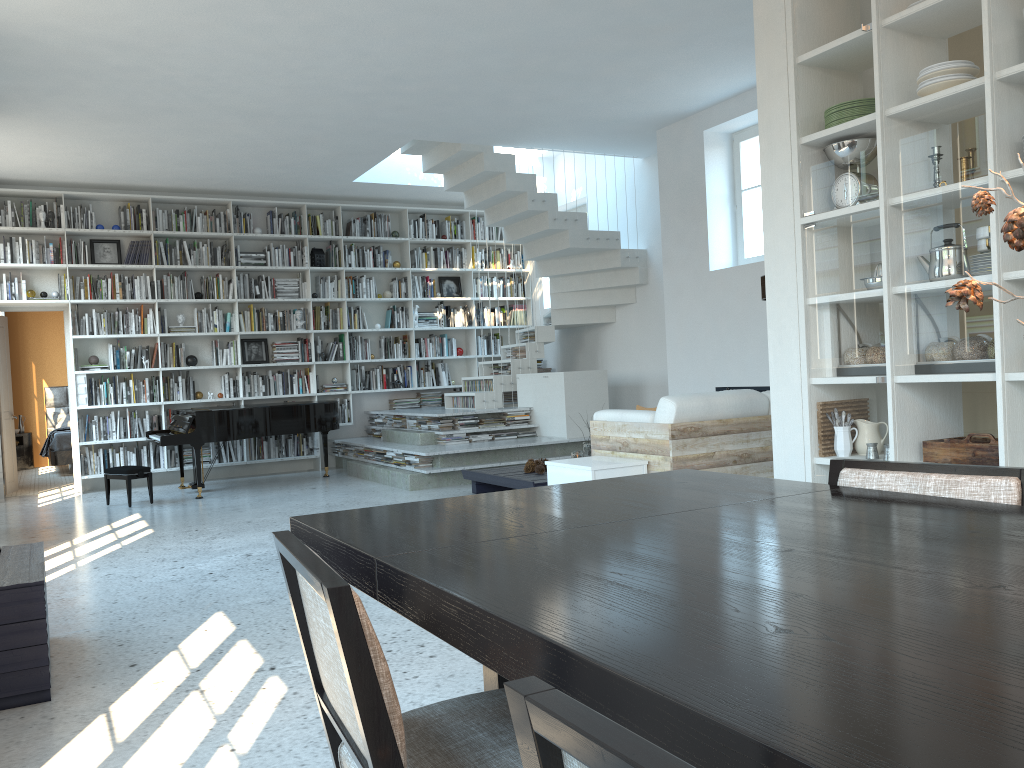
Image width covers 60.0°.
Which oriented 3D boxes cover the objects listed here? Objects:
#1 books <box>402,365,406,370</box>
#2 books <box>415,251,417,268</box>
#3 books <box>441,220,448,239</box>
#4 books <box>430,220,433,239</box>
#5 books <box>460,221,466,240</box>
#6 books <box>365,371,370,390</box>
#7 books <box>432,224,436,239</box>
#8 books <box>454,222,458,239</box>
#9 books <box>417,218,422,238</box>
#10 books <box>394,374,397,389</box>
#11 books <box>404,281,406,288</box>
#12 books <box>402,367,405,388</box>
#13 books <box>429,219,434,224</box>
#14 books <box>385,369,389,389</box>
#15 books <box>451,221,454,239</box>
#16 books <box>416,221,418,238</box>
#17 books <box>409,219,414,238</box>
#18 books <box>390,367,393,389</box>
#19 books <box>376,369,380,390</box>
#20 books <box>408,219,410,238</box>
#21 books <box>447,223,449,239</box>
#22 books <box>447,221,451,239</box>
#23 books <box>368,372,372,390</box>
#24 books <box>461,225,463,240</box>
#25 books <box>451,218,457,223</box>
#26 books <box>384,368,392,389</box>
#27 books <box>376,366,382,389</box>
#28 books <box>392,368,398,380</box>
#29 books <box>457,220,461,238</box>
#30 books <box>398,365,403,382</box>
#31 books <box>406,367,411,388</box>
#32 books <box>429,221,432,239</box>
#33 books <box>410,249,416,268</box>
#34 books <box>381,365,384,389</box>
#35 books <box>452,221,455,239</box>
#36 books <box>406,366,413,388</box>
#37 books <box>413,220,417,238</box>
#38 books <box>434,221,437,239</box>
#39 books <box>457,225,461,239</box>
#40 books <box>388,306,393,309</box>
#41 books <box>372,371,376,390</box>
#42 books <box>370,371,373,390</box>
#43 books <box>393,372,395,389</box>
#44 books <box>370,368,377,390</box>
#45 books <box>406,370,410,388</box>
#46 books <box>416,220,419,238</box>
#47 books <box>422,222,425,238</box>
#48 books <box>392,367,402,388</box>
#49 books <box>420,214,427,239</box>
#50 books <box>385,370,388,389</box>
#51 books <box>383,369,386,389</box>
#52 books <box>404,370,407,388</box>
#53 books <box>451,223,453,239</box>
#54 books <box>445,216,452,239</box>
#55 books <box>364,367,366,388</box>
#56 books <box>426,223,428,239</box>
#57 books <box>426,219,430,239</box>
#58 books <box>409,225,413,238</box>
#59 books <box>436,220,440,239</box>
[{"bbox_3d":[-1.353,-0.090,11.077,0.012,0.282,0.143,-4,1,-28],"label":"books"},{"bbox_3d":[-1.229,-1.545,11.128,0.013,0.237,0.141,-4,1,-28],"label":"books"},{"bbox_3d":[-0.861,-1.944,11.308,0.019,0.256,0.169,-4,1,-28],"label":"books"},{"bbox_3d":[-1.047,-1.932,11.225,0.021,0.254,0.151,-4,1,-28],"label":"books"},{"bbox_3d":[-0.641,-1.960,11.433,0.026,0.263,0.163,-4,1,-28],"label":"books"},{"bbox_3d":[-1.787,-0.039,10.824,0.065,0.231,0.162,-4,1,-28],"label":"books"},{"bbox_3d":[-1.020,-1.908,11.224,0.023,0.202,0.190,-4,1,-28],"label":"books"},{"bbox_3d":[-0.748,-1.940,11.368,0.018,0.235,0.186,-4,1,-28],"label":"books"},{"bbox_3d":[-1.173,-1.937,11.153,0.048,0.278,0.150,-4,1,-28],"label":"books"},{"bbox_3d":[-1.469,-0.032,10.992,0.025,0.181,0.169,-4,1,-28],"label":"books"},{"bbox_3d":[-1.359,-1.163,11.064,0.013,0.221,0.155,-4,1,-28],"label":"books"},{"bbox_3d":[-1.373,-0.080,11.051,0.021,0.265,0.150,-4,1,-28],"label":"books"},{"bbox_3d":[-1.018,-1.947,11.255,0.012,0.279,0.153,-4,1,-28],"label":"books"},{"bbox_3d":[-1.562,-0.058,10.959,0.021,0.242,0.131,-4,1,-28],"label":"books"},{"bbox_3d":[-0.788,-1.944,11.354,0.031,0.249,0.164,-4,1,-28],"label":"books"},{"bbox_3d":[-1.228,-1.910,11.124,0.024,0.231,0.168,-4,1,-28],"label":"books"},{"bbox_3d":[-1.272,-1.917,11.097,0.025,0.250,0.178,-4,1,-28],"label":"books"},{"bbox_3d":[-1.515,-0.071,10.973,0.026,0.263,0.169,-4,1,-28],"label":"books"},{"bbox_3d":[-1.665,-0.057,10.881,0.025,0.252,0.181,-4,1,-28],"label":"books"},{"bbox_3d":[-1.317,-1.922,11.092,0.014,0.264,0.140,-4,1,-28],"label":"books"},{"bbox_3d":[-0.849,-1.927,11.317,0.008,0.220,0.182,-4,1,-28],"label":"books"},{"bbox_3d":[-0.835,-1.943,11.331,0.016,0.252,0.189,-4,1,-28],"label":"books"},{"bbox_3d":[-1.753,-0.034,10.843,0.011,0.217,0.175,-4,1,-28],"label":"books"},{"bbox_3d":[-0.675,-1.932,11.440,0.031,0.211,0.131,-4,1,-28],"label":"books"},{"bbox_3d":[-0.742,-1.972,11.394,0.020,0.299,0.131,-4,1,-28],"label":"books"},{"bbox_3d":[-1.534,-0.069,10.955,0.026,0.262,0.173,-4,1,-28],"label":"books"},{"bbox_3d":[-1.636,-0.075,10.918,0.012,0.285,0.159,-4,1,-28],"label":"books"},{"bbox_3d":[-1.456,-0.067,11.002,0.012,0.249,0.164,-4,1,-28],"label":"books"},{"bbox_3d":[-0.699,-1.965,11.421,0.025,0.279,0.136,-4,1,-28],"label":"books"},{"bbox_3d":[-1.388,-0.094,11.042,0.013,0.294,0.134,-4,1,-28],"label":"books"},{"bbox_3d":[-1.302,-0.081,11.076,0.026,0.258,0.156,-4,1,-28],"label":"books"},{"bbox_3d":[-1.062,-1.922,11.207,0.022,0.236,0.172,-4,1,-28],"label":"books"},{"bbox_3d":[-1.241,-1.553,11.123,0.012,0.254,0.161,-4,1,-28],"label":"books"},{"bbox_3d":[-1.616,-0.080,10.904,0.012,0.293,0.175,-4,1,-28],"label":"books"},{"bbox_3d":[-0.774,-1.949,11.379,0.017,0.257,0.146,-4,1,-28],"label":"books"},{"bbox_3d":[-1.281,-0.089,11.088,0.025,0.272,0.171,-4,1,-28],"label":"books"},{"bbox_3d":[-1.247,-1.914,11.105,0.026,0.242,0.184,-4,1,-28],"label":"books"},{"bbox_3d":[-0.990,-1.936,11.266,0.012,0.254,0.161,-4,1,-28],"label":"books"},{"bbox_3d":[-0.712,-1.929,11.394,0.029,0.210,0.169,-4,1,-28],"label":"books"},{"bbox_3d":[-1.497,-0.820,10.999,0.016,0.290,0.135,-4,1,-28],"label":"books"},{"bbox_3d":[-1.715,-0.042,10.870,0.024,0.228,0.159,-4,1,-28],"label":"books"},{"bbox_3d":[-1.741,-0.044,10.861,0.029,0.235,0.142,-4,1,-28],"label":"books"},{"bbox_3d":[-1.493,-0.046,10.987,0.022,0.211,0.135,-4,1,-28],"label":"books"},{"bbox_3d":[-1.698,-0.063,10.876,0.014,0.268,0.171,-4,1,-28],"label":"books"},{"bbox_3d":[-1.321,-0.064,11.059,0.025,0.228,0.175,-4,1,-28],"label":"books"},{"bbox_3d":[-1.214,-1.921,11.151,0.027,0.249,0.140,-4,1,-28],"label":"books"},{"bbox_3d":[-1.139,-1.915,11.174,0.030,0.231,0.148,-4,1,-28],"label":"books"},{"bbox_3d":[-1.419,-0.078,11.015,0.070,0.266,0.186,-4,1,-28],"label":"books"},{"bbox_3d":[-1.117,-1.967,11.173,0.014,0.332,0.180,-4,1,-28],"label":"books"},{"bbox_3d":[-1.579,-0.055,10.943,0.025,0.238,0.156,-4,1,-28],"label":"books"},{"bbox_3d":[-1.597,-0.056,10.917,0.031,0.244,0.184,-4,1,-28],"label":"books"},{"bbox_3d":[-1.351,-0.059,11.049,0.013,0.220,0.168,-4,1,-28],"label":"books"},{"bbox_3d":[-0.799,-1.932,11.340,0.007,0.226,0.170,-4,1,-28],"label":"books"},{"bbox_3d":[-0.812,-1.979,11.343,0.007,0.321,0.165,-4,1,-28],"label":"books"},{"bbox_3d":[-1.818,-0.060,10.800,0.010,0.277,0.174,-4,1,-28],"label":"books"},{"bbox_3d":[-1.105,-1.912,11.206,0.030,0.220,0.133,-4,1,-28],"label":"books"},{"bbox_3d":[-1.078,-1.934,11.198,0.014,0.262,0.168,-4,1,-28],"label":"books"},{"bbox_3d":[-1.286,-1.882,11.076,0.022,0.182,0.190,-4,1,-28],"label":"books"},{"bbox_3d":[-0.965,-1.939,11.265,0.030,0.257,0.165,-4,1,-28],"label":"books"}]
